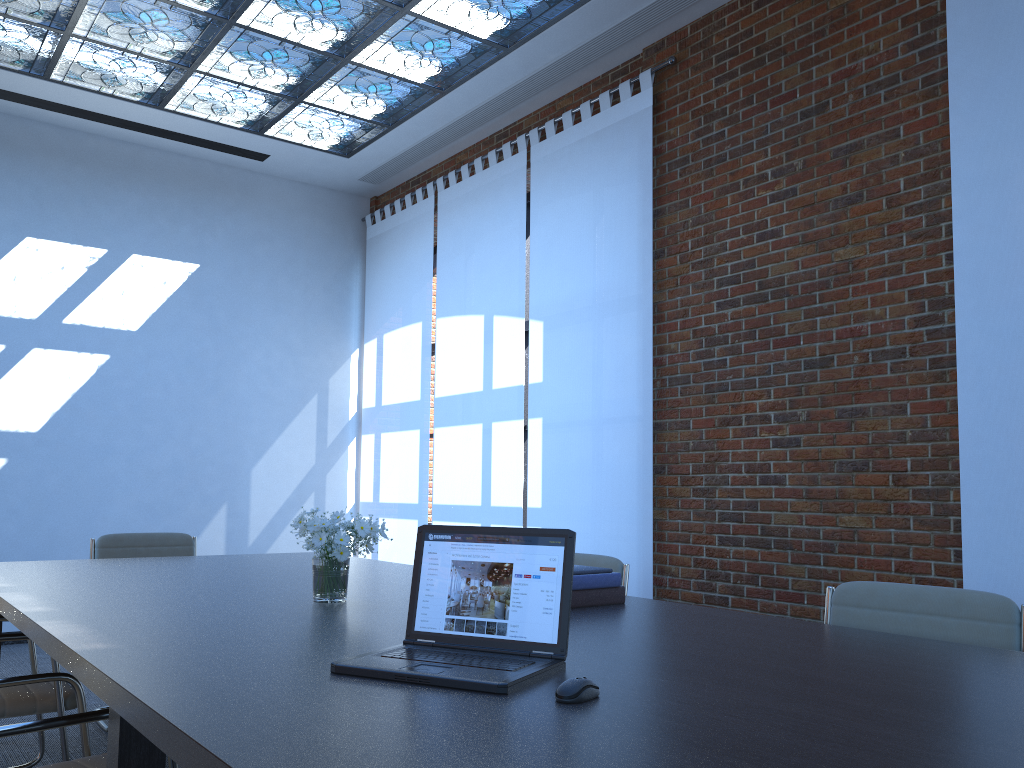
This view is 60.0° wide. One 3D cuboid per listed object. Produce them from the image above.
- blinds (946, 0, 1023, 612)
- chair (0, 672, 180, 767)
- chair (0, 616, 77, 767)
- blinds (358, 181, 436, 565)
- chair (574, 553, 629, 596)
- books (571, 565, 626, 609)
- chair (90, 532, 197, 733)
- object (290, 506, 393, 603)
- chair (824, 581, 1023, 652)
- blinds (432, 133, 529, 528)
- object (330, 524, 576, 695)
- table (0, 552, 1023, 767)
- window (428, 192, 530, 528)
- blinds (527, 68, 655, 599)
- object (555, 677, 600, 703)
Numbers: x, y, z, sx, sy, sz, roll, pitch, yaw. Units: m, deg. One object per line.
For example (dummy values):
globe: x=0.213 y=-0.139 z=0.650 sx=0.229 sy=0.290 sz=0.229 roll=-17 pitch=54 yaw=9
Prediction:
blinds: x=2.324 y=-0.310 z=3.335 sx=0.040 sy=3.744 sz=1.317 roll=4 pitch=-6 yaw=-36
chair: x=-1.209 y=0.965 z=2.222 sx=0.561 sy=0.920 sz=0.708 roll=-4 pitch=-7 yaw=42
chair: x=-2.029 y=1.089 z=3.316 sx=0.707 sy=0.920 sz=0.561 roll=5 pitch=-7 yaw=-37
blinds: x=-1.042 y=0.201 z=7.829 sx=0.040 sy=3.744 sz=1.221 roll=4 pitch=-6 yaw=-36
chair: x=0.035 y=1.123 z=3.382 sx=0.708 sy=0.920 sz=0.561 roll=6 pitch=-7 yaw=-43
books: x=0.181 y=0.658 z=2.897 sx=0.295 sy=0.114 sz=0.255 roll=6 pitch=-8 yaw=-38
chair: x=-1.832 y=1.248 z=4.585 sx=0.561 sy=0.920 sz=0.708 roll=5 pitch=-7 yaw=-36
object: x=-0.576 y=0.550 z=2.887 sx=0.329 sy=0.308 sz=0.337 roll=4 pitch=-7 yaw=-26
chair: x=0.903 y=0.991 z=2.223 sx=0.708 sy=0.920 sz=0.561 roll=6 pitch=-7 yaw=-41
blinds: x=-0.278 y=0.085 z=6.809 sx=0.040 sy=3.744 sz=1.221 roll=4 pitch=-6 yaw=-36
object: x=-0.112 y=0.437 z=1.802 sx=0.390 sy=0.282 sz=0.324 roll=-2 pitch=-7 yaw=26
table: x=-0.505 y=1.101 z=2.794 sx=1.812 sy=0.807 sz=4.514 roll=6 pitch=-8 yaw=-36
window: x=1.912 y=-0.028 z=4.790 sx=0.160 sy=3.595 sz=9.643 roll=4 pitch=-8 yaw=-36
blinds: x=0.480 y=-0.030 z=5.797 sx=0.040 sy=3.744 sz=1.221 roll=4 pitch=-6 yaw=-36
object: x=0.113 y=0.533 z=1.549 sx=0.059 sy=0.034 sz=0.101 roll=-4 pitch=-8 yaw=33
